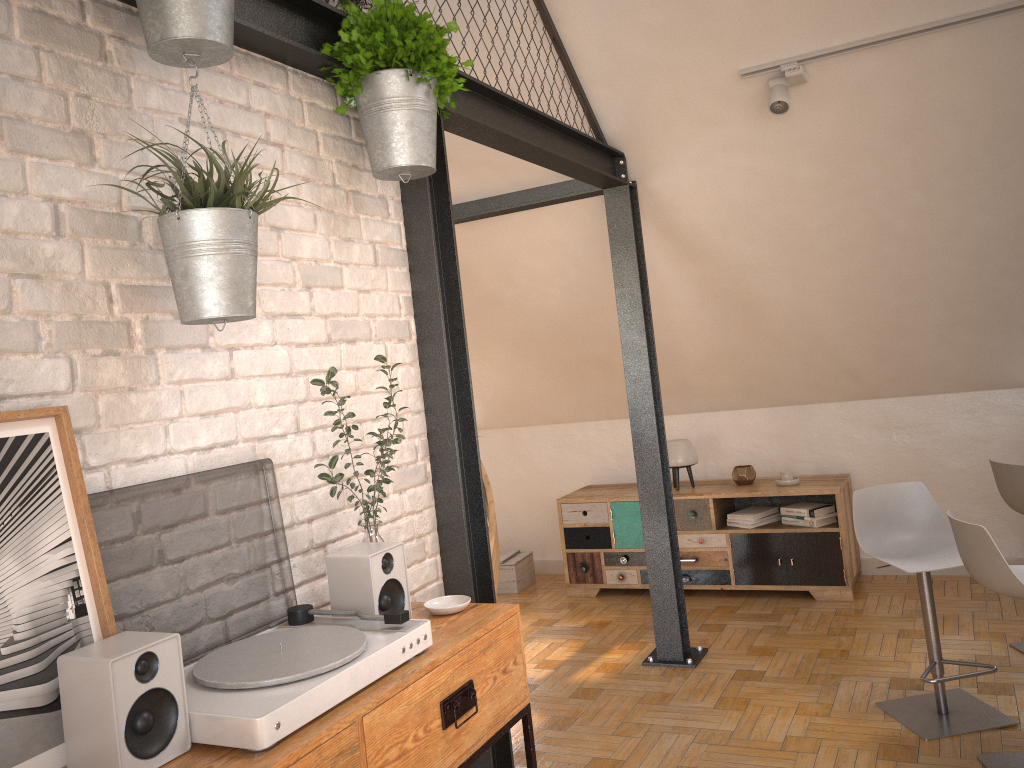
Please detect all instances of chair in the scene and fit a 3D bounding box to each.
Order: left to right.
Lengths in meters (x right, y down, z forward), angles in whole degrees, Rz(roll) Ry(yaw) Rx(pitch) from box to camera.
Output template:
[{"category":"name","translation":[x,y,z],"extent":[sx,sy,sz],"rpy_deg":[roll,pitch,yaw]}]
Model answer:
[{"category":"chair","translation":[1.608,0.850,3.448],"extent":[0.404,0.872,0.429],"rpy_deg":[-6,-1,-5]},{"category":"chair","translation":[1.708,0.848,2.875],"extent":[0.429,0.867,0.404],"rpy_deg":[-7,-1,7]},{"category":"chair","translation":[2.404,0.752,3.894],"extent":[0.430,0.867,0.403],"rpy_deg":[-6,-1,0]},{"category":"chair","translation":[1.804,-0.072,1.317],"extent":[3.482,2.688,4.025],"rpy_deg":[-6,0,27]}]

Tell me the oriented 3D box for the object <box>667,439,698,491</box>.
[{"category":"object","translation":[1.069,0.514,5.657],"extent":[0.240,0.313,0.241],"rpy_deg":[-7,-1,37]}]

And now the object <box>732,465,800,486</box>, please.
[{"category":"object","translation":[1.556,0.562,5.457],"extent":[0.425,0.114,0.148],"rpy_deg":[-6,1,42]}]

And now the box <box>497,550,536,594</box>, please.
[{"category":"box","translation":[-0.205,1.330,6.268],"extent":[0.640,0.218,0.376],"rpy_deg":[-6,0,22]}]

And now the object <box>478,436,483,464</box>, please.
[{"category":"object","translation":[-0.370,0.319,3.546],"extent":[0.457,0.592,0.528],"rpy_deg":[-7,0,14]}]

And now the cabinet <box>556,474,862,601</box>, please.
[{"category":"cabinet","translation":[1.223,0.972,5.625],"extent":[1.755,0.634,0.597],"rpy_deg":[-6,0,27]}]

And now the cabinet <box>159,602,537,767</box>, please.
[{"category":"cabinet","translation":[-0.388,1.057,1.601],"extent":[0.455,0.964,1.267],"rpy_deg":[-7,0,27]}]

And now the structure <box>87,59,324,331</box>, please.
[{"category":"structure","translation":[-0.619,-0.365,1.719],"extent":[0.383,0.535,0.360],"rpy_deg":[-7,-1,36]}]

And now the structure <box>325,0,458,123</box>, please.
[{"category":"structure","translation":[-0.501,-1.620,2.579],"extent":[0.457,1.872,1.306],"rpy_deg":[-7,-1,23]}]

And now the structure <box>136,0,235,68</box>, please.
[{"category":"structure","translation":[-0.676,-0.921,1.717],"extent":[0.349,0.607,0.383],"rpy_deg":[-6,-1,-10]}]

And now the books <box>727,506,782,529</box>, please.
[{"category":"books","translation":[1.479,0.812,5.413],"extent":[0.307,0.073,0.210],"rpy_deg":[-7,1,-39]}]

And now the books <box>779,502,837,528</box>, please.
[{"category":"books","translation":[1.748,0.770,5.228],"extent":[0.221,0.101,0.277],"rpy_deg":[-7,1,-27]}]

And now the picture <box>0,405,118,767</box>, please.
[{"category":"picture","translation":[-0.799,0.333,1.334],"extent":[0.126,0.576,0.411],"rpy_deg":[-7,-1,27]}]

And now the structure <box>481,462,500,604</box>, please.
[{"category":"structure","translation":[-1.080,-0.311,3.703],"extent":[2.242,3.822,1.631],"rpy_deg":[-7,-1,42]}]

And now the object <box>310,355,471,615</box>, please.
[{"category":"object","translation":[-0.312,0.243,2.095],"extent":[0.290,0.621,0.296],"rpy_deg":[-7,-1,42]}]

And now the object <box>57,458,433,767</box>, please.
[{"category":"object","translation":[-0.476,0.372,1.689],"extent":[0.414,0.415,0.788],"rpy_deg":[-7,0,27]}]

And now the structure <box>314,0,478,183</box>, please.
[{"category":"structure","translation":[-0.313,-0.866,2.387],"extent":[0.438,0.653,0.422],"rpy_deg":[-6,-1,-33]}]
